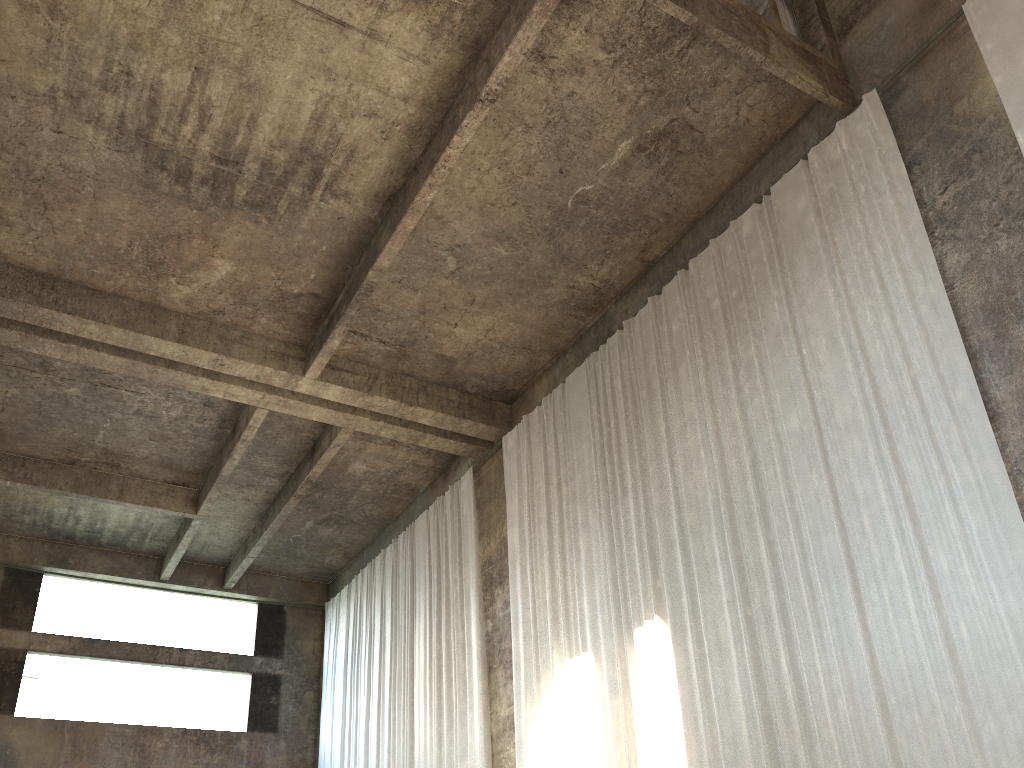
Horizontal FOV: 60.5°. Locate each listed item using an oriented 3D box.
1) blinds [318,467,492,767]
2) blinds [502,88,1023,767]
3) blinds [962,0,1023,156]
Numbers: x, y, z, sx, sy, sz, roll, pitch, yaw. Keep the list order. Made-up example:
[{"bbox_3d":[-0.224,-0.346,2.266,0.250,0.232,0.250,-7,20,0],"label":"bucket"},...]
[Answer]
[{"bbox_3d":[-2.407,6.972,16.582,0.278,8.162,8.173,13,-34,-27],"label":"blinds"},{"bbox_3d":[1.936,2.552,9.950,0.278,8.162,8.186,12,-33,-26],"label":"blinds"},{"bbox_3d":[6.266,-1.854,3.338,0.278,8.162,8.186,12,-33,-26],"label":"blinds"}]
